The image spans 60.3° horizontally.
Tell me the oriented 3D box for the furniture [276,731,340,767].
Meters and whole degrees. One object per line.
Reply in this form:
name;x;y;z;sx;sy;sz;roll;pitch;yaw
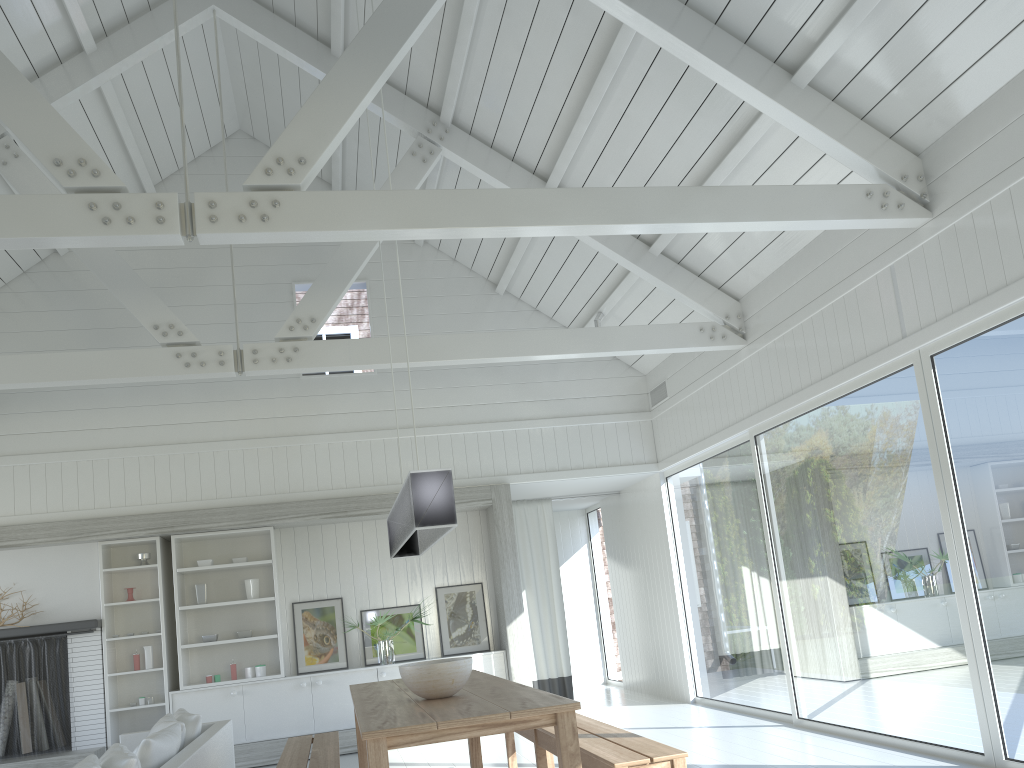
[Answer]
furniture;-1.088;2.300;4.781;0.340;0.463;2.735;-4;-14;-12

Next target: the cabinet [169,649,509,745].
cabinet;-1.635;3.088;8.691;3.176;0.542;0.666;-3;-12;-12

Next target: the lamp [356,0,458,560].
lamp;-0.779;-1.121;5.370;0.200;4.177;1.941;-5;-9;-13

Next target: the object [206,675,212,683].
object;-2.871;2.794;8.353;0.054;0.070;0.055;0;-12;-33

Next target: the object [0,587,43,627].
object;-4.600;1.965;7.902;0.785;0.494;0.464;5;-16;-42

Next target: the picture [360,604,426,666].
picture;-1.196;2.524;8.871;0.608;0.545;0.054;-4;-9;-12

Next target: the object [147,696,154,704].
object;-3.377;2.957;8.239;0.058;0.060;0.058;-4;-11;-13

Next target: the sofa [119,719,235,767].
sofa;-3.397;2.301;4.310;3.470;0.726;4.218;-3;-14;-12

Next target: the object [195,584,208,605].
object;-2.979;2.025;8.471;0.102;0.194;0.104;-4;-10;-12

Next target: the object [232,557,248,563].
object;-2.690;1.760;8.724;0.141;0.065;0.144;-4;-13;-12

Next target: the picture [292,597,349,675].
picture;-1.898;2.490;8.722;0.494;0.693;0.066;-4;-9;-12

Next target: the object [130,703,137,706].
object;-3.523;2.984;8.207;0.054;0.025;0.055;-4;-13;-12

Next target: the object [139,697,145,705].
object;-3.450;2.956;8.226;0.054;0.070;0.055;-4;-11;-13

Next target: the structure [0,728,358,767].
structure;-3.201;3.557;8.612;6.338;0.341;1.920;-3;-14;-12

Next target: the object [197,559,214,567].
object;-2.963;1.740;8.522;0.141;0.065;0.144;-4;-13;-12

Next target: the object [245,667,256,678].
object;-2.511;2.775;8.487;0.092;0.094;0.091;-11;-12;21

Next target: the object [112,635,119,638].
object;-3.685;2.350;8.203;0.054;0.025;0.055;-4;-13;-12

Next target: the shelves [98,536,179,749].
shelves;-3.542;2.503;8.424;0.540;1.969;0.616;-5;-9;-12

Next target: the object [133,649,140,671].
object;-3.521;2.586;8.272;0.054;0.193;0.055;-5;-9;-13

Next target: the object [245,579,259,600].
object;-2.522;1.997;8.569;0.104;0.194;0.103;-13;-11;32

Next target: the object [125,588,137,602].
object;-3.614;2.000;8.349;0.138;0.128;0.138;-13;-13;29

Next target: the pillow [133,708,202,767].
pillow;-2.177;2.350;5.522;0.461;0.470;2.099;-3;-14;-20

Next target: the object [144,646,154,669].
object;-3.418;2.572;8.293;0.072;0.208;0.072;-5;-9;-13

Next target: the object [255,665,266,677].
object;-2.406;2.744;8.442;0.086;0.110;0.086;-11;-11;22

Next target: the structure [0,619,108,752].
structure;-4.552;2.909;8.131;1.613;1.266;0.875;-4;-10;-12

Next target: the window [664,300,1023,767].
window;2.799;0.668;3.987;0.080;2.380;11.150;-5;-14;-13

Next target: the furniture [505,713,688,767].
furniture;0.372;2.213;5.095;0.340;0.463;2.735;-4;-14;-12

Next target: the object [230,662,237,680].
object;-2.660;2.725;8.425;0.054;0.193;0.055;-5;-9;-13

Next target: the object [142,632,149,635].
object;-3.475;2.365;8.358;0.054;0.025;0.055;-4;-13;-12

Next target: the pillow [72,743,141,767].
pillow;-1.891;1.909;3.904;0.465;0.470;1.344;-2;-14;-21

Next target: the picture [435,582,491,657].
picture;-0.503;2.406;9.022;0.494;0.693;0.066;-4;-9;-12

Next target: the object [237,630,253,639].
object;-2.609;2.451;8.624;0.141;0.065;0.144;-4;-13;-12

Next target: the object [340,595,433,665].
object;-1.186;2.409;8.581;0.969;0.619;0.634;-3;-12;-15

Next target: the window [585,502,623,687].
window;1.261;2.808;11.774;0.037;2.390;0.963;-5;-9;-13

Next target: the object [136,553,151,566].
object;-3.508;1.678;8.396;0.162;0.122;0.163;-11;-13;19

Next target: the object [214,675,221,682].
object;-2.808;2.802;8.392;0.058;0.060;0.058;1;-13;-34

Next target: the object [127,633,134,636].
object;-3.580;2.357;8.280;0.054;0.025;0.055;-4;-13;-12

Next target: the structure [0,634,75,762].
structure;-4.484;2.792;7.791;1.096;1.047;0.118;-4;-9;-13

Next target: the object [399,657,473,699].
object;-0.390;1.546;4.611;0.388;0.182;0.397;-1;-14;-21

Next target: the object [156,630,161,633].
object;-3.371;2.372;8.435;0.054;0.025;0.055;-4;-13;-12

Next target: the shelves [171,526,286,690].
shelves;-2.751;2.186;8.640;0.937;1.421;0.616;-4;-9;-12

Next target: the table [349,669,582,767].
table;-0.399;2.118;4.959;0.904;0.750;3.008;-4;-14;-12

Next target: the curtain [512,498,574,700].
curtain;0.122;2.520;10.218;1.004;2.334;0.118;-5;-8;-12

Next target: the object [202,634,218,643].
object;-2.883;2.432;8.422;0.141;0.065;0.144;-4;-13;-12
